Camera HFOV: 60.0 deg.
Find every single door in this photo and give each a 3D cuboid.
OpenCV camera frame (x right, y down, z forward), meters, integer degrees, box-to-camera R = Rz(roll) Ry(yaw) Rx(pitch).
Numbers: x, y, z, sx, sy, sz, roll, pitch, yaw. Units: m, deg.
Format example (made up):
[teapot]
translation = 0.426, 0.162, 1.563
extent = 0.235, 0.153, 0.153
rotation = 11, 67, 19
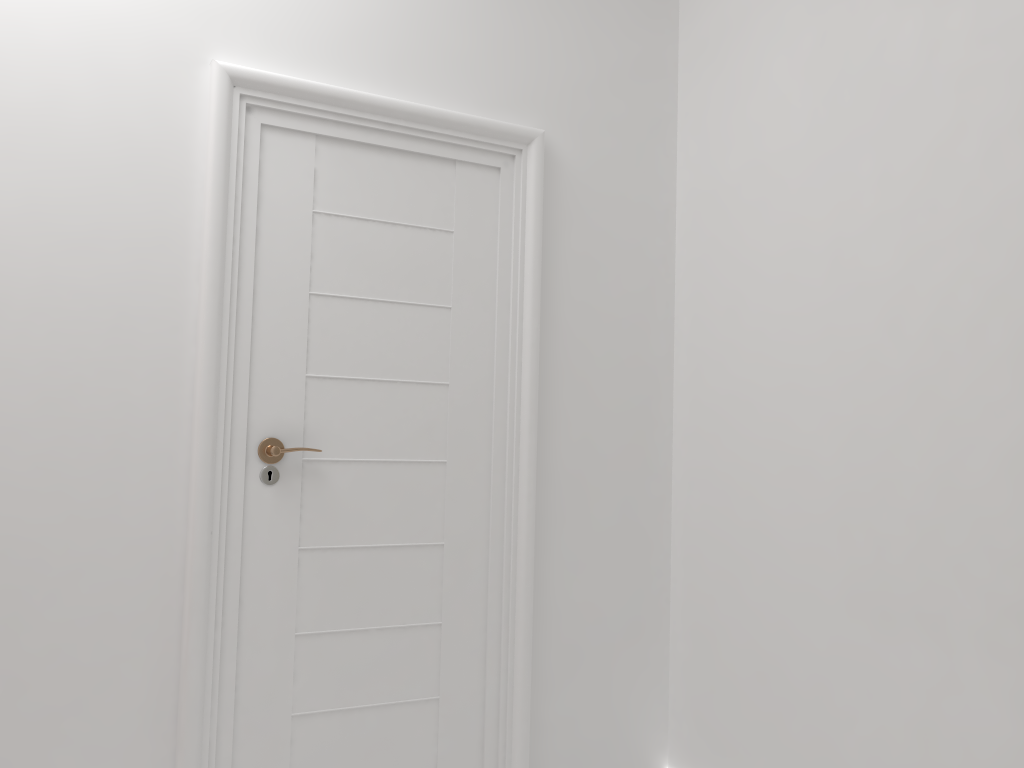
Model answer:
[door]
translation = -0.343, 0.188, 2.282
extent = 0.915, 1.885, 0.068
rotation = 3, -4, -27
